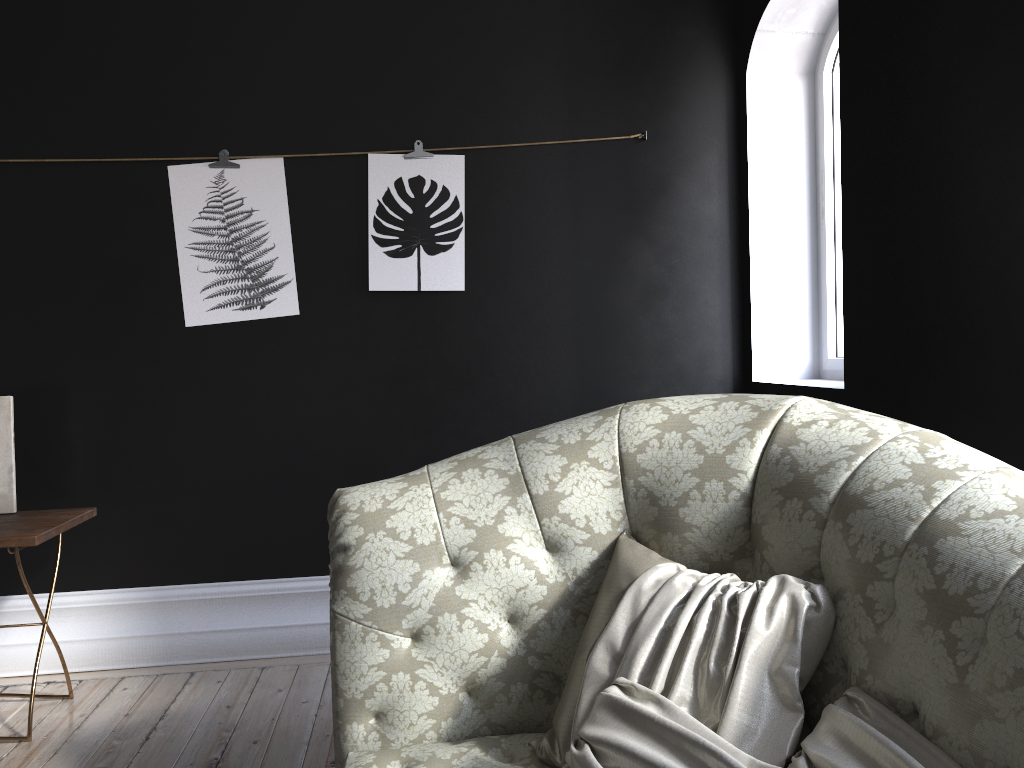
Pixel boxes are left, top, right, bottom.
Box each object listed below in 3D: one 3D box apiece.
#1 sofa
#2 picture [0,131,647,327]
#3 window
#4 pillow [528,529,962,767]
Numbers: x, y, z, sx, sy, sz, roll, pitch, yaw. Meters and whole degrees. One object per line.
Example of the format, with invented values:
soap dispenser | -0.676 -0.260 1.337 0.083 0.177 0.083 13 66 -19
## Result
sofa | 0.449 0.649 0.966 1.606 1.162 2.810 -2 2 -5
picture | -1.624 -0.609 3.595 4.456 0.772 0.057 -2 3 -6
window | 1.411 -0.777 3.427 0.112 1.458 0.739 -2 3 -6
pillow | 0.324 0.547 1.431 0.529 0.416 1.104 -2 2 -6
